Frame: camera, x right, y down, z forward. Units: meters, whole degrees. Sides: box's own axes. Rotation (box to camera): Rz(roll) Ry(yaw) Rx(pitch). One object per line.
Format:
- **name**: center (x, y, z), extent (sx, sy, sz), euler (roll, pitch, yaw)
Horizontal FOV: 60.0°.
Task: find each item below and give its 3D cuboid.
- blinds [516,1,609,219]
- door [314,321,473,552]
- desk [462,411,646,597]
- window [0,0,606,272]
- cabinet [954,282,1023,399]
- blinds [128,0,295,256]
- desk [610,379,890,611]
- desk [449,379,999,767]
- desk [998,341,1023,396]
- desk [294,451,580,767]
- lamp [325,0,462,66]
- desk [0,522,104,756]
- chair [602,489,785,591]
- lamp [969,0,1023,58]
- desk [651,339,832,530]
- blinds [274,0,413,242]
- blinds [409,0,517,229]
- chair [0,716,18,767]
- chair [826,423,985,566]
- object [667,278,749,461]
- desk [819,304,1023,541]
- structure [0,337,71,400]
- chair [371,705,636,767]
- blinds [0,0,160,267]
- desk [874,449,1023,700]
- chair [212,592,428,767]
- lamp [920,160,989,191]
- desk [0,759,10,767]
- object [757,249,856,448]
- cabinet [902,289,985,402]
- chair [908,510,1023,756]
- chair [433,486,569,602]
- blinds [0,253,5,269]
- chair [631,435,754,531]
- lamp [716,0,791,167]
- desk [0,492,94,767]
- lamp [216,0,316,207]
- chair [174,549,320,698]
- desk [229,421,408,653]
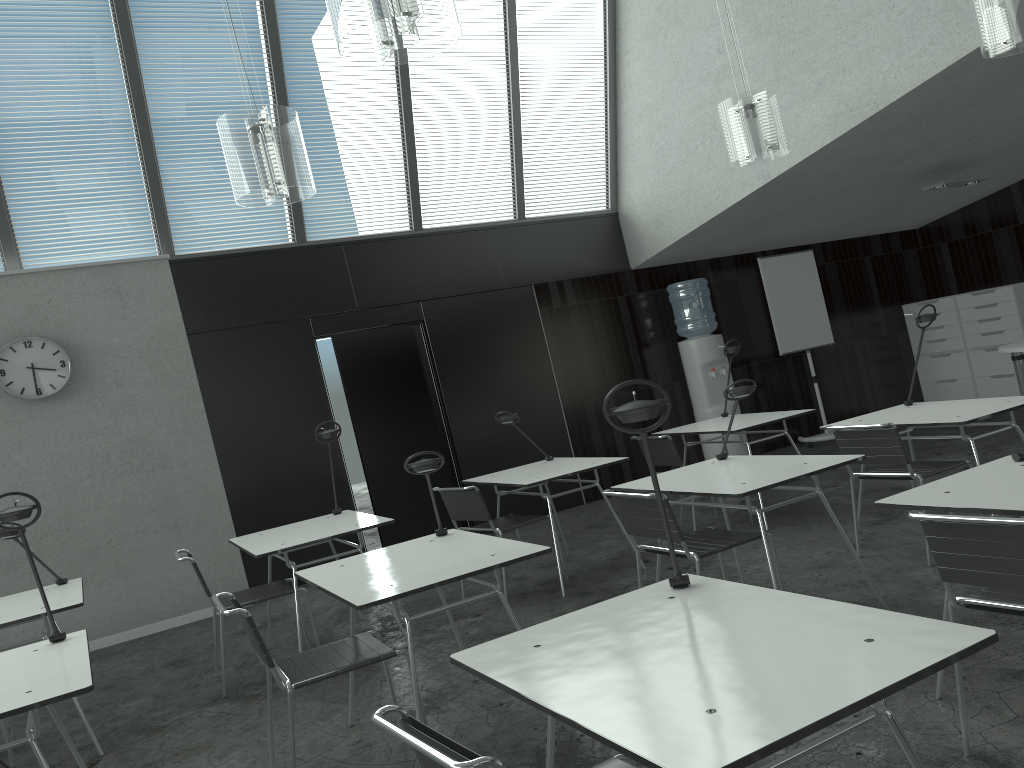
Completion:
- **blinds**: center (0.434, -3.203, 7.515), extent (0.889, 2.982, 1.106), euler (-13, 1, -27)
- **door**: center (-0.886, 0.487, 7.048), extent (0.940, 2.020, 0.365), euler (-13, 1, -27)
- **desk**: center (0.210, 0.716, 5.366), extent (0.700, 1.153, 0.900), euler (-13, 1, -27)
- **window**: center (-4.741, -2.061, 4.845), extent (12.775, 3.101, 1.144), euler (-13, 1, -27)
- **cabinet**: center (5.131, -0.473, 9.075), extent (0.587, 1.292, 0.639), euler (-13, 1, -27)
- **blinds**: center (-2.142, -2.609, 6.171), extent (0.889, 2.949, 1.094), euler (-13, 1, -27)
- **desk**: center (0.984, 0.569, 3.883), extent (0.700, 1.153, 0.900), euler (-13, 1, -27)
- **desk**: center (0.367, 0.646, 1.798), extent (0.700, 1.321, 0.900), euler (-13, 1, -27)
- **desk**: center (4.253, 0.001, 6.160), extent (0.910, 0.818, 1.600), euler (-13, 1, -32)
- **desk**: center (-0.333, 0.863, 3.265), extent (0.700, 1.153, 0.900), euler (-13, 1, -27)
- **lamp**: center (-0.562, -2.209, 2.506), extent (0.359, 2.307, 0.350), euler (-13, 1, -27)
- **desk**: center (-2.295, 1.278, 4.018), extent (0.700, 1.153, 0.900), euler (-13, 1, -27)
- **chair**: center (0.773, 0.813, 3.738), extent (0.555, 0.765, 0.428), euler (-13, 1, -27)
- **lamp**: center (2.004, -2.783, 3.850), extent (0.359, 2.307, 0.350), euler (-13, 1, -27)
- **desk**: center (1.490, 0.344, 6.005), extent (0.700, 1.321, 0.900), euler (-13, 1, -27)
- **blinds**: center (-1.285, -2.801, 6.620), extent (0.889, 2.949, 1.094), euler (-13, 1, -27)
- **blinds**: center (-0.426, -3.011, 7.065), extent (0.889, 2.982, 1.106), euler (-13, 1, -27)
- **chair**: center (-2.547, 1.531, 3.857), extent (0.555, 0.765, 0.428), euler (-13, 1, -28)
- **chair**: center (1.966, 0.545, 4.427), extent (0.555, 0.765, 0.428), euler (-13, 1, -28)
- **object**: center (1.816, -0.087, 8.199), extent (0.436, 1.967, 0.436), euler (-13, 1, -37)
- **desk**: center (2.176, 0.215, 4.574), extent (0.700, 1.321, 0.900), euler (-13, 1, -26)
- **structure**: center (-3.113, -0.112, 5.764), extent (0.446, 0.446, 0.077), euler (-13, 1, -27)
- **chair**: center (0.135, 0.980, 1.635), extent (0.555, 0.765, 0.428), euler (-13, 1, -32)
- **blinds**: center (-3.001, -2.417, 5.721), extent (0.889, 2.949, 1.094), euler (-13, 1, -27)
- **desk**: center (1.651, 0.443, 2.516), extent (0.700, 1.153, 0.900), euler (-13, 1, -27)
- **chair**: center (-0.659, 1.132, 3.080), extent (0.555, 0.765, 0.428), euler (-13, 1, -25)
- **lamp**: center (3.436, -3.644, 7.593), extent (0.600, 3.595, 0.212), euler (-13, 1, -27)
- **desk**: center (-0.857, 1.006, 1.142), extent (0.700, 1.153, 0.900), euler (-13, 1, -27)
- **object**: center (2.872, -0.386, 8.647), extent (0.560, 2.091, 0.553), euler (-12, 1, 26)
- **cabinet**: center (4.841, -0.418, 9.652), extent (0.587, 1.292, 0.639), euler (-13, 1, -27)
- **chair**: center (1.443, 0.687, 2.341), extent (0.555, 0.765, 0.428), euler (-13, 1, -31)
- **chair**: center (-0.071, 0.976, 5.164), extent (0.555, 0.765, 0.428), euler (-13, 1, -39)
- **blinds**: center (-3.862, -2.224, 5.271), extent (0.889, 2.949, 1.094), euler (-13, 1, -27)
- **chair**: center (1.176, 0.696, 5.829), extent (0.555, 0.765, 0.428), euler (-13, 1, -26)
- **lamp**: center (1.198, -2.906, 5.335), extent (0.359, 2.848, 0.350), euler (-13, 1, -27)
- **desk**: center (-1.619, 1.065, 2.627), extent (0.700, 1.321, 0.900), euler (-13, 1, -27)
- **lamp**: center (-1.367, -2.332, 3.992), extent (0.359, 2.848, 0.350), euler (-13, 1, -27)
- **chair**: center (-1.340, 1.260, 4.508), extent (0.555, 0.765, 0.428), euler (-13, 1, -24)
- **desk**: center (-1.072, 0.917, 4.700), extent (0.700, 1.321, 0.900), euler (-13, 1, -26)
